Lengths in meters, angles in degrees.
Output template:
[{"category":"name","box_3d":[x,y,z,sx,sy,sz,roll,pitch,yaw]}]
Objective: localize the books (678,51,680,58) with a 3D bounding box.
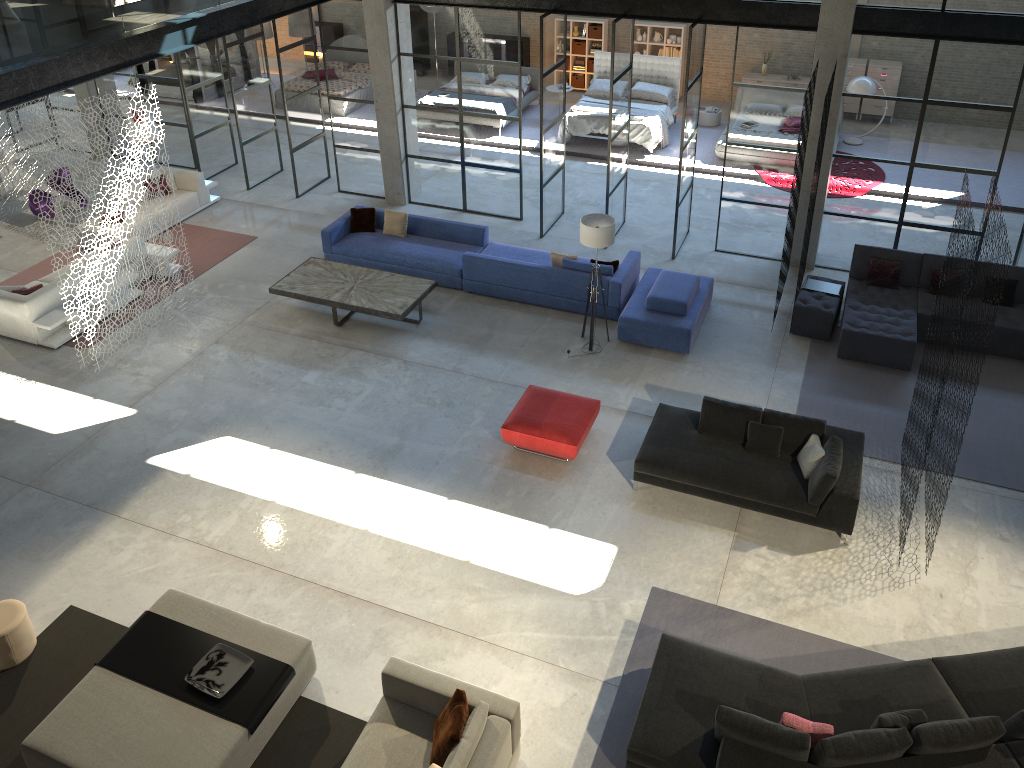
[{"category":"books","box_3d":[3.892,-7.607,20.322,0.019,0.242,0.266,10,33,19]}]

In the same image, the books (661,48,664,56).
[{"category":"books","box_3d":[3.514,-7.670,20.414,0.052,0.260,0.197,10,32,19]}]

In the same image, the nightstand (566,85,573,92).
[{"category":"nightstand","box_3d":[1.041,-6.144,19.235,0.601,0.659,0.639,-4,31,-4]}]

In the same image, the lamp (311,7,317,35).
[{"category":"lamp","box_3d":[-5.130,-8.464,21.903,0.812,1.809,0.717,-14,32,-22]}]

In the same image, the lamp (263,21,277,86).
[{"category":"lamp","box_3d":[-6.142,-8.305,21.686,0.812,1.810,0.717,-14,32,-22]}]

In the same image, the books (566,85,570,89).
[{"category":"books","box_3d":[1.129,-6.476,19.106,0.229,0.040,0.320,-3,33,-3]}]

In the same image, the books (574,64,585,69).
[{"category":"books","box_3d":[1.667,-7.746,21.381,0.284,0.052,0.242,12,35,19]}]

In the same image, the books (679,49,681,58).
[{"category":"books","box_3d":[3.911,-7.613,20.305,0.020,0.271,0.266,10,32,19]}]

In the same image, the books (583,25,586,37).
[{"category":"books","box_3d":[1.784,-8.454,20.932,0.088,0.301,0.266,10,32,19]}]

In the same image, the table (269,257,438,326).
[{"category":"table","box_3d":[-2.177,-1.203,12.149,2.081,0.377,1.083,12,35,20]}]

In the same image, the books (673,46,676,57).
[{"category":"books","box_3d":[3.775,-7.655,20.347,0.020,0.301,0.266,10,32,19]}]

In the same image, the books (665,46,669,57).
[{"category":"books","box_3d":[3.623,-7.694,20.402,0.069,0.315,0.266,10,32,19]}]

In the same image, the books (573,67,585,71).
[{"category":"books","box_3d":[1.668,-7.699,21.406,0.311,0.052,0.242,12,35,19]}]

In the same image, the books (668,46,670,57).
[{"category":"books","box_3d":[3.665,-7.685,20.385,0.059,0.314,0.266,10,32,19]}]

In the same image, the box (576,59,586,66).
[{"category":"box","box_3d":[1.672,-7.824,21.361,0.215,0.102,0.138,12,34,20]}]

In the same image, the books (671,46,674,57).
[{"category":"books","box_3d":[3.732,-7.674,20.358,0.056,0.321,0.266,10,32,19]}]

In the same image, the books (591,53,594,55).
[{"category":"books","box_3d":[2.039,-7.953,21.066,0.258,0.067,0.225,12,35,19]}]

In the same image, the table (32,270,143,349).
[{"category":"table","box_3d":[-5.758,-1.033,12.007,0.303,0.348,1.656,10,35,19]}]

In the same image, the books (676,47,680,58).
[{"category":"books","box_3d":[3.848,-7.626,20.327,0.027,0.271,0.266,10,32,19]}]

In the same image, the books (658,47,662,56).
[{"category":"books","box_3d":[3.440,-7.682,20.434,0.090,0.260,0.196,10,32,19]}]

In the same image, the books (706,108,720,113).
[{"category":"books","box_3d":[4.300,-5.859,18.777,0.231,0.044,0.315,15,36,24]}]

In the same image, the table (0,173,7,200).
[{"category":"table","box_3d":[-9.998,-3.334,15.312,0.908,0.714,1.901,11,34,19]}]

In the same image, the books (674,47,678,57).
[{"category":"books","box_3d":[3.801,-7.653,20.335,0.036,0.313,0.266,10,32,19]}]

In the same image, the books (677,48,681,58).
[{"category":"books","box_3d":[3.867,-7.610,20.315,0.022,0.258,0.266,10,33,19]}]

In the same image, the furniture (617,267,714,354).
[{"category":"furniture","box_3d":[2.074,-1.102,11.690,0.957,0.523,1.622,11,35,19]}]

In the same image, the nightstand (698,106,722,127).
[{"category":"nightstand","box_3d":[4.214,-5.766,18.913,0.583,0.282,0.507,10,34,16]}]

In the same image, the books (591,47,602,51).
[{"category":"books","box_3d":[2.038,-8.019,21.030,0.258,0.044,0.225,12,35,19]}]

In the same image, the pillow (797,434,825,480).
[{"category":"pillow","box_3d":[2.900,0.702,8.486,0.208,0.297,0.363,0,31,1]}]

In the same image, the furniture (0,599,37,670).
[{"category":"furniture","box_3d":[-4.164,2.054,7.203,0.401,0.377,0.425,5,32,11]}]

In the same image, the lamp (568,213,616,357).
[{"category":"lamp","box_3d":[1.010,-1.190,10.890,0.432,1.640,0.706,9,31,17]}]

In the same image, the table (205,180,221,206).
[{"category":"table","box_3d":[-5.706,-3.458,15.726,0.908,0.348,0.317,12,33,20]}]

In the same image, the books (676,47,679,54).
[{"category":"books","box_3d":[3.833,-7.638,20.351,0.020,0.265,0.266,10,33,19]}]

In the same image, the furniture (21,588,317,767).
[{"category":"furniture","box_3d":[-2.507,2.418,6.604,1.460,0.377,1.621,12,35,19]}]

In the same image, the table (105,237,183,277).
[{"category":"table","box_3d":[-5.616,-1.923,13.370,1.211,0.348,0.317,13,33,20]}]

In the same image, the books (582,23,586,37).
[{"category":"books","box_3d":[1.753,-8.461,20.943,0.088,0.301,0.266,10,32,19]}]

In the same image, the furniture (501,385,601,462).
[{"category":"furniture","box_3d":[0.437,0.428,9.596,0.861,0.355,0.902,12,35,19]}]

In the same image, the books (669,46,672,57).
[{"category":"books","box_3d":[3.709,-7.686,20.386,0.065,0.314,0.266,10,32,19]}]

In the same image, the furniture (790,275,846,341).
[{"category":"furniture","box_3d":[4.076,-1.032,11.679,0.515,0.429,1.009,14,35,23]}]

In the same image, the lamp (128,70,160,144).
[{"category":"lamp","box_3d":[-5.555,-4.158,13.013,0.447,1.035,0.460,16,33,27]}]

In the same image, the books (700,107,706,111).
[{"category":"books","box_3d":[4.091,-5.929,18.909,0.135,0.020,0.203,12,35,19]}]

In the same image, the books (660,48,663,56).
[{"category":"books","box_3d":[3.477,-7.672,20.428,0.061,0.250,0.196,10,32,19]}]
